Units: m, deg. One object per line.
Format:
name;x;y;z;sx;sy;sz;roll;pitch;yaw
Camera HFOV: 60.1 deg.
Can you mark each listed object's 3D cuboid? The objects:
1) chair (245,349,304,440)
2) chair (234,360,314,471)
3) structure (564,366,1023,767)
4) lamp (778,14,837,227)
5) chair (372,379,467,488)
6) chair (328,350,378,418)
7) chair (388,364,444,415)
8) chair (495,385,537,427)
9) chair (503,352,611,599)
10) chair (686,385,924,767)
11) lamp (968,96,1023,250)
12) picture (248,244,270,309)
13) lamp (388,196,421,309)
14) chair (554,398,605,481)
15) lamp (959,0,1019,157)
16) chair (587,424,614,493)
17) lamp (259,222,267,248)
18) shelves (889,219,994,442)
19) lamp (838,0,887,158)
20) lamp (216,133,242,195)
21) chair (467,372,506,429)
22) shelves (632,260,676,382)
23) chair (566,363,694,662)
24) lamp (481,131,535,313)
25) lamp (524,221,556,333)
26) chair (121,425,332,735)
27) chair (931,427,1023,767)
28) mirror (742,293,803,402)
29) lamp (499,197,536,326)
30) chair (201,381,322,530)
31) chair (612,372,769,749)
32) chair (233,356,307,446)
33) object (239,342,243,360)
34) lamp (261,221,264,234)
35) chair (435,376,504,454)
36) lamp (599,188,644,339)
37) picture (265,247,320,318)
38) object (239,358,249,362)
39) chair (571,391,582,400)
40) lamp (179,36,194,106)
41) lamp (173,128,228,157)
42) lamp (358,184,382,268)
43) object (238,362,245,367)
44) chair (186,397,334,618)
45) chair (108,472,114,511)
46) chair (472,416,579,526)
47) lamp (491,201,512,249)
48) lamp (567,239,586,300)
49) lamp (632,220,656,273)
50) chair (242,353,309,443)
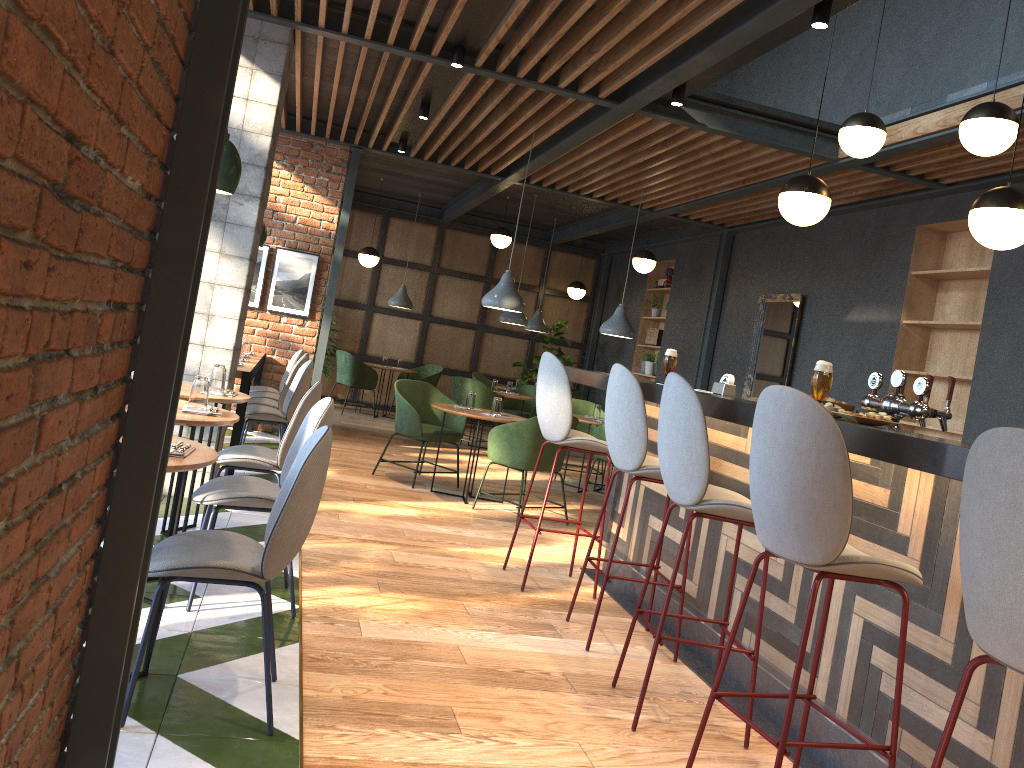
chair;-2.238;0.079;8.151;0.506;0.888;0.419;10;0;-18
chair;-1.784;0.223;6.519;0.506;0.888;0.419;10;0;-18
structure;2.165;0.783;3.275;2.911;1.396;4.931;9;2;-14
lamp;1.852;-2.706;4.705;0.268;3.795;0.268;10;0;-12
chair;-0.726;0.409;7.380;0.517;0.819;0.636;10;1;41
chair;-2.112;-0.009;11.834;0.513;0.819;0.641;10;1;-39
chair;-1.333;0.102;12.495;0.513;0.819;0.641;10;1;-39
chair;0.133;0.415;11.037;0.641;0.819;0.513;10;0;36
chair;0.306;0.475;4.820;0.506;1.244;0.419;10;0;-14
chair;0.857;0.651;2.512;0.506;1.244;0.419;10;0;-18
lamp;2.395;-2.441;3.785;0.267;3.795;0.269;10;-1;-23
picture;-2.612;-1.072;8.579;0.429;0.631;0.015;10;0;-14
lamp;-1.151;-3.262;12.165;0.354;4.492;0.352;10;-1;21
chair;0.687;0.585;9.169;0.637;0.819;0.516;10;0;-14
lamp;2.700;-3.017;4.469;0.269;3.795;0.267;9;-1;40
chair;1.035;0.690;8.057;0.637;0.819;0.516;10;0;-19
lamp;-2.218;-2.271;8.175;0.223;2.022;0.224;10;0;-10
shelves;3.134;0.167;6.469;0.284;2.707;0.837;10;0;-14
lamp;2.402;-3.226;5.325;0.268;3.795;0.268;10;0;-8
lamp;-1.328;-1.970;4.478;0.223;2.022;0.224;10;0;-10
chair;-0.336;0.279;12.402;0.516;0.819;0.637;10;1;18
shelves;1.883;-0.256;11.664;0.284;2.707;0.837;10;0;-14
chair;0.600;0.557;4.040;0.507;1.244;0.418;10;0;-8
lamp;0.311;-2.807;7.081;0.354;4.492;0.352;10;-1;21
lamp;0.713;-2.940;12.256;0.354;4.492;0.352;10;-1;21
chair;-0.871;0.532;2.705;0.507;0.888;0.419;10;0;-13
chair;1.105;0.733;1.786;0.506;1.244;0.419;10;0;-16
mirror;2.511;-0.324;8.529;0.061;1.086;0.770;10;0;-14
lamp;0.396;-2.931;10.620;0.354;4.492;0.352;10;-1;21
chair;-1.302;0.384;4.559;0.507;0.888;0.419;10;0;-8
chair;0.716;0.607;3.264;0.507;1.244;0.418;10;0;-3
chair;-1.959;0.171;7.066;0.507;0.888;0.419;10;0;-8
object;-2.166;-0.266;6.991;0.080;0.138;0.080;10;0;39
lamp;-2.010;-2.200;7.309;0.223;2.022;0.224;10;0;-10
chair;-0.451;0.346;10.194;0.641;0.819;0.513;10;0;31
lamp;1.403;-2.676;8.615;0.354;4.492;0.352;10;-1;21
picture;-2.153;-0.996;8.692;0.429;0.631;0.015;10;0;-14
object;-2.150;-0.196;6.976;0.157;0.019;0.243;9;2;-14
chair;0.607;0.459;12.018;0.516;0.819;0.637;10;1;23
lamp;-0.882;-1.819;2.628;0.223;2.022;0.224;10;0;-10
lamp;-1.119;-1.899;3.612;0.223;2.022;0.224;10;0;-10
lamp;-1.540;-3.371;11.429;0.269;3.795;0.267;10;-1;29
object;-2.014;-0.150;6.406;0.157;0.019;0.243;9;2;-14
chair;-1.066;0.459;3.700;0.506;0.888;0.419;10;0;-18
chair;-2.162;0.241;4.380;0.507;0.888;0.419;10;0;-13
chair;0.123;0.588;6.593;0.636;0.819;0.517;9;1;-44
lamp;0.169;-3.575;11.154;0.267;3.795;0.269;10;-1;-35
lamp;1.241;-3.094;12.855;0.269;3.795;0.267;10;-1;29
lamp;1.807;-3.127;10.078;0.267;3.795;0.269;10;-1;-42
chair;-2.072;0.129;7.629;0.507;0.888;0.418;10;0;-7
